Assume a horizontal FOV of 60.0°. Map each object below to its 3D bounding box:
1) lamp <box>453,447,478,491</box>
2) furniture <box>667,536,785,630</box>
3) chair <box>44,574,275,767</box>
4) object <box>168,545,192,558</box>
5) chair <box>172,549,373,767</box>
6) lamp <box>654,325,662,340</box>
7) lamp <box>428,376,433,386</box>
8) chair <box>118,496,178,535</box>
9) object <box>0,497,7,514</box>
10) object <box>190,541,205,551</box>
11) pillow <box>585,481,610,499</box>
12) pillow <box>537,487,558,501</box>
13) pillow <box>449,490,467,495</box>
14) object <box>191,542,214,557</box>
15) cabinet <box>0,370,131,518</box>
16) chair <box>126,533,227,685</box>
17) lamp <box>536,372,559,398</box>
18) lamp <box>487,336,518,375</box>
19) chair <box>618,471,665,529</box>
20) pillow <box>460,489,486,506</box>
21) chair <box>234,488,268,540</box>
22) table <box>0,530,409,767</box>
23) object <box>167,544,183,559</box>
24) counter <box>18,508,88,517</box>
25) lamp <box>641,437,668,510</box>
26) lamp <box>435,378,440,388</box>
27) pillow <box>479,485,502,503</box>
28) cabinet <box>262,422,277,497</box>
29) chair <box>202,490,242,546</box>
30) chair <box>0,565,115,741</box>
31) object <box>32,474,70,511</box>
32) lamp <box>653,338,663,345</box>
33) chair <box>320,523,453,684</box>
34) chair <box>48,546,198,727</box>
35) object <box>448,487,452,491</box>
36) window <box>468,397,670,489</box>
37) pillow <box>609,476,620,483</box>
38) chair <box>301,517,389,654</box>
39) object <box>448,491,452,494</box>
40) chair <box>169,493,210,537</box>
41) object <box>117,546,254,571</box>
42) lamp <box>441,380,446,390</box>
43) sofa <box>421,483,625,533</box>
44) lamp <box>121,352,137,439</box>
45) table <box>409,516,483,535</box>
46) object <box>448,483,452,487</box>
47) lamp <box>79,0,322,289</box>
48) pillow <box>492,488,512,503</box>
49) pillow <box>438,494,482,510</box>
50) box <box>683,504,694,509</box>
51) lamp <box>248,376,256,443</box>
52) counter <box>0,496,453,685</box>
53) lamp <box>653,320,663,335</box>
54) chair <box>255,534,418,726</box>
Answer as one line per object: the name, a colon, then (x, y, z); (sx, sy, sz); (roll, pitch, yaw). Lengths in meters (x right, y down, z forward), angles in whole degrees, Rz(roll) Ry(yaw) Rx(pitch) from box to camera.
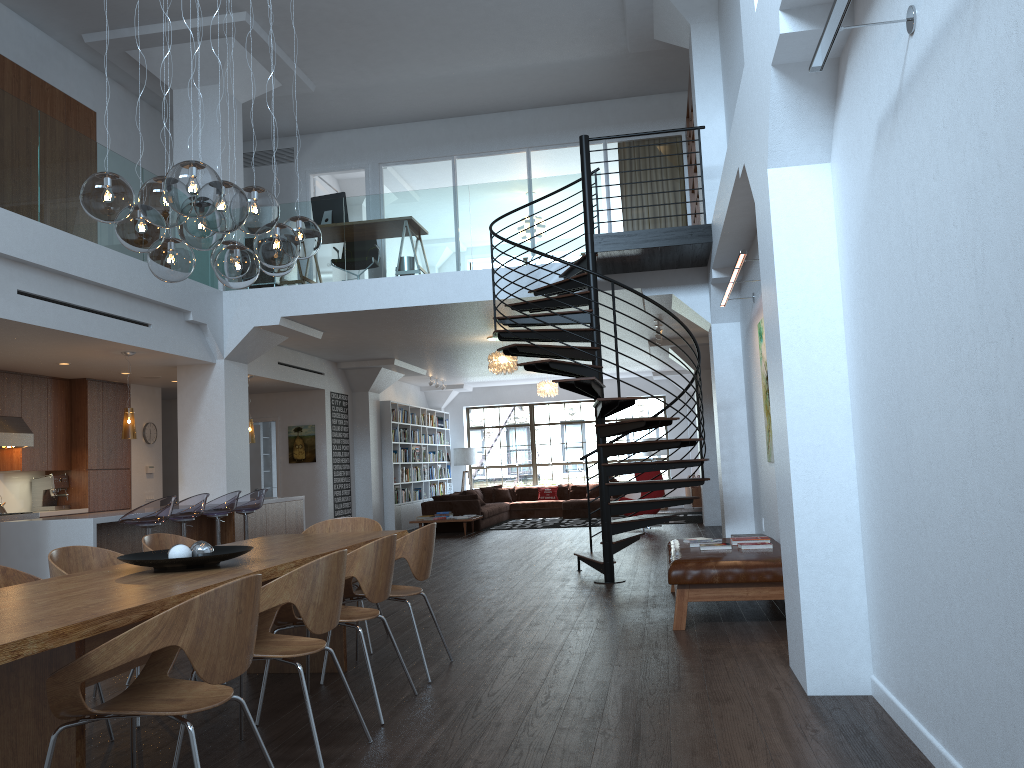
lamp: (-1.045, 2.266, 20.415); (0.545, 1.579, 0.545); (-3, -5, -2)
furniture: (1.639, 1.453, 6.706); (0.907, 0.453, 1.819); (-4, -5, 9)
chair: (-1.102, 1.044, 2.835); (0.618, 0.833, 0.629); (-4, -5, 9)
object: (-1.496, 0.775, 3.999); (0.100, 0.100, 0.100); (1, -6, -35)
chair: (-0.959, 1.107, 3.600); (0.618, 0.833, 0.629); (-4, -5, 9)
lamp: (2.063, -0.722, 12.477); (0.120, 0.211, 0.111); (0, -6, -31)
lamp: (-1.628, -0.057, 17.811); (0.111, 0.211, 0.120); (-8, -7, 43)
chair: (-3.242, 1.517, 7.918); (0.481, 1.014, 0.530); (-4, -5, 11)
object: (-5.889, 1.367, 10.128); (0.222, 0.235, 0.222); (-1, -5, -16)
object: (-1.459, 0.785, 4.155); (0.100, 0.100, 0.100); (1, -6, -35)
pillow: (1.827, 2.271, 18.960); (0.542, 0.362, 0.248); (-6, -6, 30)
pillow: (0.783, 2.384, 19.250); (0.465, 0.308, 0.220); (-3, -5, 6)
pillow: (-0.934, 2.169, 16.414); (0.269, 0.411, 0.559); (1, -6, -34)
object: (-1.417, 0.775, 4.063); (0.100, 0.100, 0.100); (1, -6, -35)
cabinet: (-5.896, 1.042, 9.451); (0.598, 2.499, 5.299); (-4, -5, 9)
chair: (-1.881, 1.307, 5.306); (0.618, 0.833, 0.629); (-3, -5, 7)
lamp: (0.712, 0.004, 17.845); (0.442, 0.539, 0.441); (1, -7, -38)
lamp: (-0.135, -0.407, 12.873); (0.442, 0.539, 0.441); (1, -7, -38)
chair: (2.167, 1.891, 14.844); (0.801, 1.006, 0.798); (-6, -6, 35)
pillow: (-0.800, 2.314, 17.832); (0.325, 0.391, 0.625); (-5, -6, 26)
chair: (-2.935, 1.672, 9.786); (0.481, 1.014, 0.530); (-4, -5, 11)
table: (-1.479, 1.215, 4.049); (1.012, 0.750, 3.803); (-4, -5, 9)
object: (-1.537, 0.789, 4.092); (0.100, 0.100, 0.100); (1, -6, -35)
counter: (-5.952, 1.417, 8.965); (0.600, 0.050, 4.387); (-4, -5, 9)
lamp: (3.184, 1.986, 19.612); (0.545, 1.579, 0.545); (-5, -6, 20)
lamp: (-1.543, -0.016, 18.308); (0.120, 0.211, 0.111); (0, -6, -31)
pillow: (-0.409, 2.422, 19.404); (0.580, 0.418, 0.334); (-1, -5, -17)
cabinet: (-4.835, 1.340, 16.004); (0.527, 2.991, 2.630); (-4, -5, 9)
chair: (-3.041, 1.621, 9.167); (0.481, 1.014, 0.530); (-3, -5, 7)
chair: (-2.157, 1.182, 3.791); (0.618, 0.833, 0.629); (-4, -5, 9)
object: (-5.668, 1.344, 11.006); (0.439, 0.455, 0.284); (-4, -5, 9)
lamp: (2.148, -0.681, 12.974); (0.111, 0.211, 0.120); (-8, -7, 43)
chair: (-0.716, 1.231, 5.107); (0.617, 0.830, 0.629); (-4, -5, 9)
chair: (-2.029, 1.245, 4.542); (0.618, 0.833, 0.629); (-4, -5, 9)
object: (-1.564, 2.394, 20.175); (0.331, 0.088, 0.410); (-4, -5, 9)
window: (1.270, 1.390, 20.714); (4.648, 1.905, 0.114); (-4, -5, 9)
pillow: (2.054, 2.190, 19.096); (0.651, 0.587, 0.335); (-2, -5, -12)
chair: (-1.161, 1.330, 5.946); (0.629, 0.833, 0.618); (-3, -5, 4)
object: (-1.560, 2.481, 20.168); (0.331, 0.088, 0.410); (-4, -5, 9)
chair: (-3.164, 1.570, 8.543); (0.481, 1.014, 0.530); (-3, -5, 7)
object: (-1.499, 0.809, 4.091); (0.592, 0.066, 0.592); (1, -6, -33)
lamp: (-1.456, 0.026, 18.817); (0.120, 0.211, 0.111); (-1, -5, -16)
sofa: (0.419, 2.405, 17.675); (3.481, 0.664, 4.197); (-4, -5, 9)
lamp: (-2.979, -0.299, 10.119); (2.842, 1.807, 0.149); (2, -7, -41)
table: (-1.124, 2.466, 15.352); (1.100, 0.271, 0.853); (-4, -5, 9)
object: (-1.575, 2.307, 20.185); (0.316, 0.088, 0.410); (-4, -5, 9)
lamp: (-1.568, -1.595, 4.620); (0.849, 2.140, 1.787); (-4, -5, 8)
pillow: (-0.236, 2.420, 19.277); (0.489, 0.337, 0.238); (-1, -6, -21)
pillow: (-0.939, 2.187, 16.142); (0.750, 0.364, 0.289); (-4, -5, 9)
box: (3.895, 2.661, 19.597); (0.228, 0.165, 0.368); (-4, -5, 9)
lamp: (-3.517, 0.342, 11.868); (0.149, 0.900, 0.149); (1, -6, -35)
counter: (-3.025, 1.612, 8.201); (3.039, 0.860, 8.182); (-1, -6, -20)
lamp: (1.975, -0.764, 11.968); (0.120, 0.211, 0.111); (-1, -5, -16)
chair: (-0.850, 1.170, 4.353); (0.618, 0.833, 0.629); (-4, -5, 11)
